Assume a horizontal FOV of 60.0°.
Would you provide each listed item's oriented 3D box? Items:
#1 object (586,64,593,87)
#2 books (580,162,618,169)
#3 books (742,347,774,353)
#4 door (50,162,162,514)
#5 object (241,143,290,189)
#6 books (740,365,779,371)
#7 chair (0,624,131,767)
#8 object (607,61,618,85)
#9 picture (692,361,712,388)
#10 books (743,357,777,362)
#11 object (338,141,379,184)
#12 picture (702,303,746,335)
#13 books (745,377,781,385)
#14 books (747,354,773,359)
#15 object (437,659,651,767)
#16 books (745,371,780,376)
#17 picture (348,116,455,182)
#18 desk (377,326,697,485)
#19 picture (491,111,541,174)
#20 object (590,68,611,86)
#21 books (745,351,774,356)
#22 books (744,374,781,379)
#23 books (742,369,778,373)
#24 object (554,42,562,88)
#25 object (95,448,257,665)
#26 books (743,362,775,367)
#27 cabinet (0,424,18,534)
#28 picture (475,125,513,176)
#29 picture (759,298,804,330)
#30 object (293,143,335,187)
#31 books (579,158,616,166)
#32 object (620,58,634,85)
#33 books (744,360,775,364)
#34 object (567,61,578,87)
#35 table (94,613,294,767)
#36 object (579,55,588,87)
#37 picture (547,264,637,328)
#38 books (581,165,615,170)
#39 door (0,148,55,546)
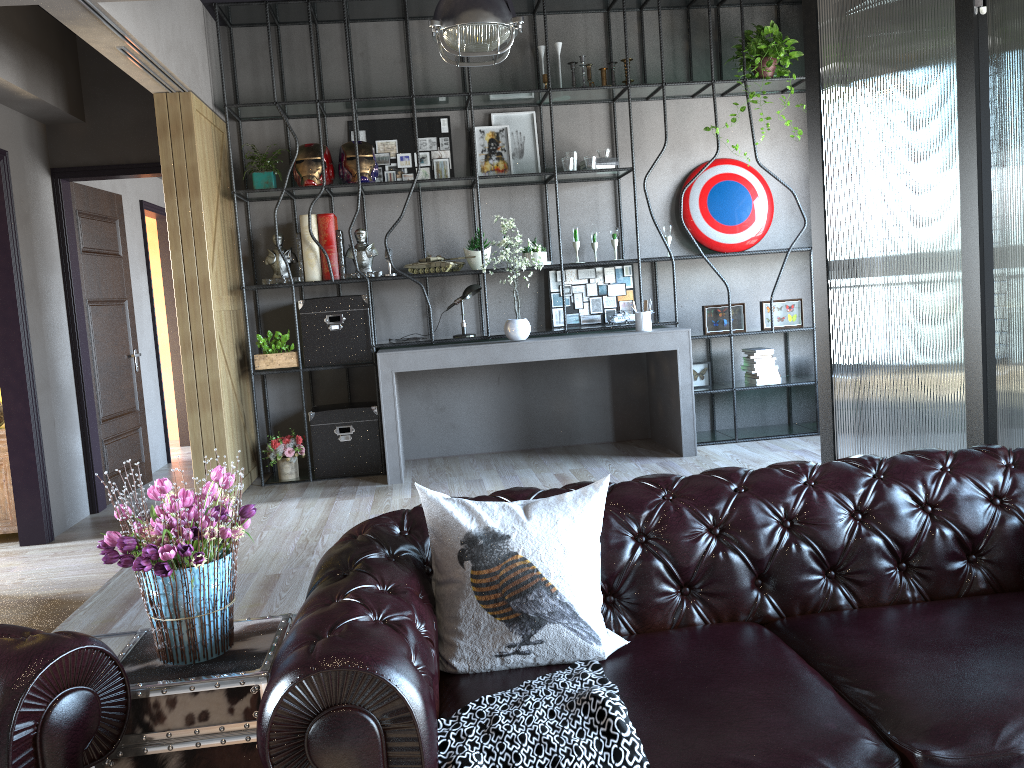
[{"bbox_3d":[0.570,-2.230,6.512,0.080,0.225,0.080,-7,6,-33],"label":"object"},{"bbox_3d":[0.646,-1.620,6.582,0.243,0.024,0.175,-5,6,-10],"label":"books"},{"bbox_3d":[1.849,-0.255,6.673,0.159,0.024,0.201,-6,6,-16],"label":"books"},{"bbox_3d":[-2.744,-0.390,7.108,1.150,2.541,1.130,-5,5,-6],"label":"door"},{"bbox_3d":[-1.745,-1.506,6.216,0.295,0.339,0.325,0,7,40],"label":"object"},{"bbox_3d":[1.864,-0.127,6.685,0.193,0.028,0.246,-5,6,-11],"label":"books"},{"bbox_3d":[-1.630,0.964,1.516,1.244,0.844,1.495,-2,6,24],"label":"chair"},{"bbox_3d":[0.741,-2.242,6.480,0.084,0.232,0.084,-6,6,-25],"label":"object"},{"bbox_3d":[1.403,-0.068,6.650,0.172,0.190,0.036,-5,5,-6],"label":"picture"},{"bbox_3d":[1.863,-0.193,6.680,0.174,0.019,0.244,-5,6,-6],"label":"books"},{"bbox_3d":[-1.086,-1.557,6.268,0.280,0.327,0.400,-6,6,-16],"label":"object"},{"bbox_3d":[1.561,-0.480,6.528,0.313,0.212,0.049,-5,5,-6],"label":"picture"},{"bbox_3d":[1.887,-0.032,6.685,0.192,0.043,0.248,-5,6,-6],"label":"books"},{"bbox_3d":[1.862,-0.214,6.670,0.162,0.023,0.232,-3,6,10],"label":"books"},{"bbox_3d":[0.021,1.024,1.453,0.562,0.568,1.702,-3,6,14],"label":"object"},{"bbox_3d":[1.884,-0.088,6.682,0.175,0.023,0.250,-5,6,-5],"label":"books"},{"bbox_3d":[-0.813,-1.710,6.550,0.749,0.503,0.058,-5,5,-6],"label":"picture"},{"bbox_3d":[0.150,0.109,6.404,2.130,0.884,0.846,-5,5,-6],"label":"desk"},{"bbox_3d":[0.029,-1.768,6.604,0.332,0.514,0.119,-5,5,-6],"label":"picture"},{"bbox_3d":[0.660,-2.184,6.363,0.189,0.152,0.190,-2,6,17],"label":"object"},{"bbox_3d":[1.860,-0.235,6.681,0.155,0.020,0.205,-5,6,-6],"label":"books"},{"bbox_3d":[1.886,-0.065,6.684,0.175,0.023,0.250,-5,6,-10],"label":"books"},{"bbox_3d":[1.867,-0.106,6.689,0.192,0.014,0.255,-4,6,-3],"label":"books"},{"bbox_3d":[0.350,-2.295,6.493,0.128,0.390,0.128,1,7,44],"label":"object"},{"bbox_3d":[-0.792,0.414,2.150,0.349,0.483,0.352,-2,6,25],"label":"object"},{"bbox_3d":[1.860,-0.152,6.690,0.158,0.021,0.224,-5,6,-6],"label":"books"},{"bbox_3d":[-3.983,0.707,6.001,1.432,0.749,0.409,-5,5,-6],"label":"cabinet"},{"bbox_3d":[-0.138,-1.699,6.549,0.268,0.413,0.101,-5,5,-6],"label":"picture"},{"bbox_3d":[1.999,-0.518,6.572,0.313,0.212,0.048,-5,5,-6],"label":"picture"},{"bbox_3d":[-1.402,-1.531,6.236,0.280,0.327,0.400,-4,6,-1],"label":"object"},{"bbox_3d":[0.635,-1.645,6.572,0.225,0.029,0.179,-6,6,-14],"label":"books"},{"bbox_3d":[0.832,-2.240,6.392,0.130,0.232,0.130,-7,6,-28],"label":"object"},{"bbox_3d":[1.865,-0.174,6.687,0.155,0.022,0.205,-5,6,-11],"label":"books"},{"bbox_3d":[0.444,-2.213,6.402,0.084,0.232,0.084,-2,6,21],"label":"object"},{"bbox_3d":[-0.746,0.948,2.198,0.417,0.608,0.406,-5,5,-6],"label":"table"},{"bbox_3d":[0.510,-2.216,6.335,0.100,0.243,0.100,-4,5,3],"label":"object"},{"bbox_3d":[0.615,-0.671,6.752,0.665,0.446,0.051,-5,5,-6],"label":"picture"},{"bbox_3d":[0.635,-1.596,6.581,0.166,0.024,0.227,-7,7,-26],"label":"books"},{"bbox_3d":[-3.607,-0.125,5.144,1.098,2.541,1.151,-5,5,-6],"label":"door"}]
